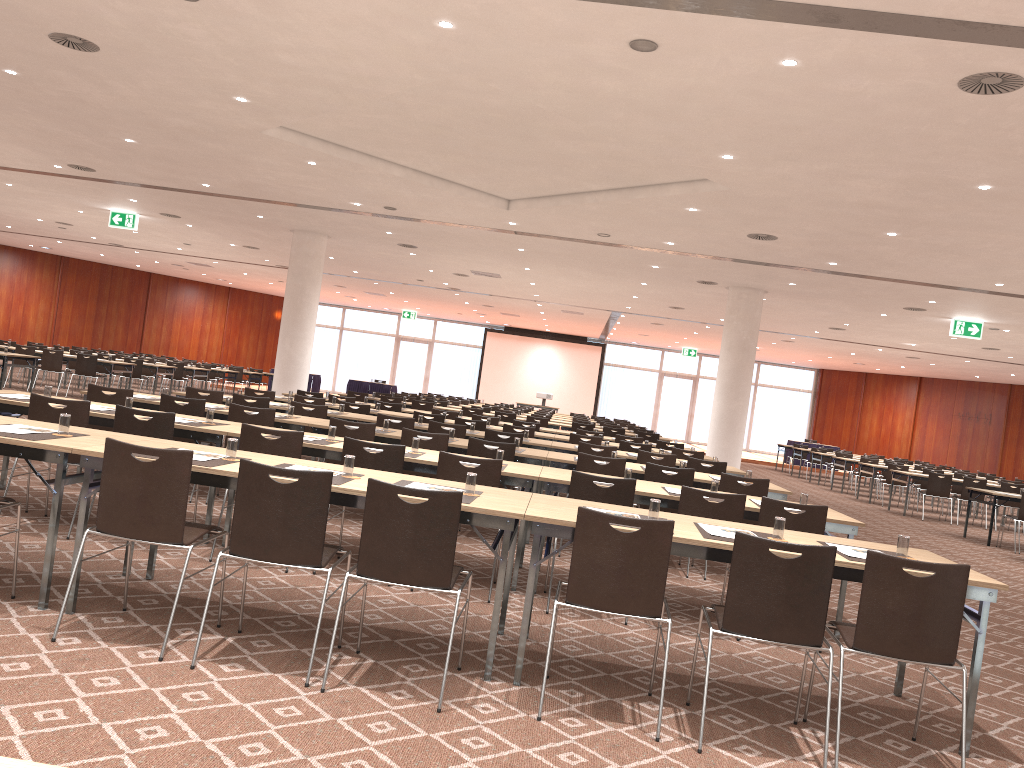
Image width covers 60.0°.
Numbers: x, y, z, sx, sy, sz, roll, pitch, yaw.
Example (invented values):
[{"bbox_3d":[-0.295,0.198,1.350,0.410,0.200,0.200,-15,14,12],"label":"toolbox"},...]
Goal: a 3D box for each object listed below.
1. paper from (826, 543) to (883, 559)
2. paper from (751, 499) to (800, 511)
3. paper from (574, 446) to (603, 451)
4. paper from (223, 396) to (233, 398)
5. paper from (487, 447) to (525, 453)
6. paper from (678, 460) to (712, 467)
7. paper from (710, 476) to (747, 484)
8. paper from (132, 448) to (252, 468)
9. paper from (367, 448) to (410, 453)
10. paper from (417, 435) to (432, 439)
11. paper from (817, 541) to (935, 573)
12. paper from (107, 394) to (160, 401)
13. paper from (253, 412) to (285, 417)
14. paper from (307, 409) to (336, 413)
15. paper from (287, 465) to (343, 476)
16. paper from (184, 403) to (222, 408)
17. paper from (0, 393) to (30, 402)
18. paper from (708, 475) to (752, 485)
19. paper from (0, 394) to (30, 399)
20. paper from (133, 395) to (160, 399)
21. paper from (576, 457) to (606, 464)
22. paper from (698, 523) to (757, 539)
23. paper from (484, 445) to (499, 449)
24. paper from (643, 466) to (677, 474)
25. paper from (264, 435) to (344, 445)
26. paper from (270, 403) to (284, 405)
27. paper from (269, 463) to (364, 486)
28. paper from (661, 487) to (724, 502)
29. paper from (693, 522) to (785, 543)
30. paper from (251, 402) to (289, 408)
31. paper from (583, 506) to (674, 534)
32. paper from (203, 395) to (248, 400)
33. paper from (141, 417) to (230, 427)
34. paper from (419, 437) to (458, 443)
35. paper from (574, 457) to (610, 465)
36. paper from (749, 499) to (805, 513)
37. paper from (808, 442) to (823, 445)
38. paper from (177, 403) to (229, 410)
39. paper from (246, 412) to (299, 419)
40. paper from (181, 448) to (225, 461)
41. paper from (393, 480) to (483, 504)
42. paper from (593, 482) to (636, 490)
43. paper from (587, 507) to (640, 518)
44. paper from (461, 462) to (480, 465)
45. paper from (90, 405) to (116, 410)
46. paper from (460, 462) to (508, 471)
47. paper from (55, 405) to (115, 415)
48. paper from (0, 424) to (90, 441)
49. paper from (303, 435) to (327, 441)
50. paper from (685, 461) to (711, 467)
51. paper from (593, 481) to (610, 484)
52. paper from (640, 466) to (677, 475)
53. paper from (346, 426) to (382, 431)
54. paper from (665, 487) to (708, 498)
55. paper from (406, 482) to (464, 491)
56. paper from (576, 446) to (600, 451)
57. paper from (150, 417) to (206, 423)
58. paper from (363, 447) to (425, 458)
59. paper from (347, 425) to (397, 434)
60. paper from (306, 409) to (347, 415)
[{"bbox_3d":[1.793,0.861,4.509,0.283,0.006,0.398,8,0,3],"label":"paper"},{"bbox_3d":[1.936,0.890,6.523,0.283,0.006,0.398,8,0,4],"label":"paper"},{"bbox_3d":[0.971,0.781,10.543,0.460,0.003,0.565,8,0,4],"label":"paper"},{"bbox_3d":[-3.559,0.155,10.905,0.283,0.006,0.398,8,0,4],"label":"paper"},{"bbox_3d":[-0.117,0.622,8.616,0.460,0.003,0.565,8,0,6],"label":"paper"},{"bbox_3d":[2.221,0.953,10.439,0.460,0.003,0.565,8,0,2],"label":"paper"},{"bbox_3d":[2.073,0.919,8.523,0.283,0.006,0.398,8,0,1],"label":"paper"},{"bbox_3d":[-1.697,0.385,4.680,0.460,0.003,0.565,8,0,4],"label":"paper"},{"bbox_3d":[-0.932,0.496,6.722,0.283,0.006,0.398,8,0,5],"label":"paper"},{"bbox_3d":[-0.835,0.519,8.715,0.283,0.006,0.398,8,0,3],"label":"paper"},{"bbox_3d":[1.846,0.872,4.474,0.460,0.003,0.565,8,0,4],"label":"paper"},{"bbox_3d":[-3.675,0.133,8.820,0.460,0.003,0.565,8,0,3],"label":"paper"},{"bbox_3d":[-2.424,0.301,8.819,0.283,0.006,0.398,8,0,1],"label":"paper"},{"bbox_3d":[-2.306,0.327,10.799,0.283,0.006,0.398,8,0,5],"label":"paper"},{"bbox_3d":[-1.078,0.466,4.719,0.283,0.006,0.398,8,0,5],"label":"paper"},{"bbox_3d":[-3.062,0.214,8.865,0.283,0.006,0.398,8,0,3],"label":"paper"},{"bbox_3d":[-3.808,0.105,6.860,0.460,0.003,0.565,8,0,6],"label":"paper"},{"bbox_3d":[2.134,0.931,8.464,0.460,0.003,0.565,8,0,7],"label":"paper"},{"bbox_3d":[-3.846,0.096,6.930,0.283,0.006,0.398,8,0,5],"label":"paper"},{"bbox_3d":[-3.703,0.126,8.903,0.283,0.006,0.398,8,0,6],"label":"paper"},{"bbox_3d":[0.766,0.739,8.613,0.283,0.006,0.398,8,0,5],"label":"paper"},{"bbox_3d":[1.137,0.771,4.598,0.283,0.006,0.398,8,0,2],"label":"paper"},{"bbox_3d":[-0.198,0.607,8.657,0.283,0.006,0.398,8,0,3],"label":"paper"},{"bbox_3d":[1.426,0.830,8.554,0.283,0.006,0.398,8,0,1],"label":"paper"},{"bbox_3d":[-1.555,0.414,6.687,0.460,0.003,0.565,8,0,4],"label":"paper"},{"bbox_3d":[-2.935,0.241,10.859,0.283,0.006,0.398,8,0,3],"label":"paper"},{"bbox_3d":[-1.063,0.472,4.669,0.460,0.003,0.565,8,0,3],"label":"paper"},{"bbox_3d":[1.350,0.813,6.487,0.460,0.003,0.565,8,0,3],"label":"paper"},{"bbox_3d":[1.185,0.781,4.537,0.460,0.003,0.565,8,0,7],"label":"paper"},{"bbox_3d":[-2.892,0.251,10.797,0.460,0.003,0.565,8,0,4],"label":"paper"},{"bbox_3d":[0.586,0.699,4.578,0.460,0.003,0.565,8,0,6],"label":"paper"},{"bbox_3d":[-3.527,0.163,10.831,0.460,0.003,0.565,8,0,4],"label":"paper"},{"bbox_3d":[-2.491,0.286,6.779,0.460,0.003,0.565,8,0,7],"label":"paper"},{"bbox_3d":[-0.789,0.530,8.668,0.460,0.003,0.565,8,0,6],"label":"paper"},{"bbox_3d":[0.827,0.751,8.542,0.460,0.003,0.565,8,0,3],"label":"paper"},{"bbox_3d":[1.996,0.902,6.468,0.460,0.003,0.565,8,0,7],"label":"paper"},{"bbox_3d":[10.597,2.079,31.008,0.460,0.003,0.565,8,0,4],"label":"paper"},{"bbox_3d":[-3.023,0.223,8.826,0.460,0.003,0.565,8,0,7],"label":"paper"},{"bbox_3d":[-2.398,0.309,8.759,0.460,0.003,0.565,8,0,5],"label":"paper"},{"bbox_3d":[-1.718,0.378,4.761,0.283,0.006,0.398,8,0,2],"label":"paper"},{"bbox_3d":[-0.411,0.562,4.647,0.460,0.003,0.565,8,0,5],"label":"paper"},{"bbox_3d":[0.673,0.720,6.551,0.460,0.003,0.565,8,0,6],"label":"paper"},{"bbox_3d":[0.535,0.688,4.636,0.283,0.006,0.398,8,0,3],"label":"paper"},{"bbox_3d":[-0.313,0.581,6.685,0.283,0.006,0.398,8,0,4],"label":"paper"},{"bbox_3d":[-3.216,0.183,6.887,0.283,0.006,0.398,8,0,4],"label":"paper"},{"bbox_3d":[-0.275,0.590,6.617,0.460,0.003,0.565,8,0,3],"label":"paper"},{"bbox_3d":[-3.153,0.195,6.807,0.460,0.003,0.565,8,0,2],"label":"paper"},{"bbox_3d":[-2.628,0.257,4.757,0.460,0.003,0.565,8,0,2],"label":"paper"},{"bbox_3d":[-1.611,0.403,6.774,0.283,0.006,0.398,8,0,5],"label":"paper"},{"bbox_3d":[2.204,0.947,10.533,0.283,0.006,0.398,8,0,5],"label":"paper"},{"bbox_3d":[0.640,0.712,6.604,0.283,0.006,0.398,8,0,4],"label":"paper"},{"bbox_3d":[1.473,0.840,8.498,0.460,0.003,0.565,8,0,5],"label":"paper"},{"bbox_3d":[-1.454,0.435,8.772,0.283,0.006,0.398,8,0,3],"label":"paper"},{"bbox_3d":[1.287,0.801,6.559,0.283,0.006,0.398,8,0,5],"label":"paper"},{"bbox_3d":[-0.424,0.556,4.680,0.283,0.006,0.398,8,0,7],"label":"paper"},{"bbox_3d":[0.906,0.768,10.598,0.283,0.006,0.398,8,0,3],"label":"paper"},{"bbox_3d":[-2.562,0.272,6.817,0.283,0.006,0.398,8,0,5],"label":"paper"},{"bbox_3d":[-0.908,0.503,6.649,0.460,0.003,0.565,8,0,3],"label":"paper"},{"bbox_3d":[-1.417,0.443,8.689,0.460,0.003,0.565,8,0,5],"label":"paper"},{"bbox_3d":[-2.270,0.336,10.751,0.460,0.003,0.565,8,0,4],"label":"paper"}]
